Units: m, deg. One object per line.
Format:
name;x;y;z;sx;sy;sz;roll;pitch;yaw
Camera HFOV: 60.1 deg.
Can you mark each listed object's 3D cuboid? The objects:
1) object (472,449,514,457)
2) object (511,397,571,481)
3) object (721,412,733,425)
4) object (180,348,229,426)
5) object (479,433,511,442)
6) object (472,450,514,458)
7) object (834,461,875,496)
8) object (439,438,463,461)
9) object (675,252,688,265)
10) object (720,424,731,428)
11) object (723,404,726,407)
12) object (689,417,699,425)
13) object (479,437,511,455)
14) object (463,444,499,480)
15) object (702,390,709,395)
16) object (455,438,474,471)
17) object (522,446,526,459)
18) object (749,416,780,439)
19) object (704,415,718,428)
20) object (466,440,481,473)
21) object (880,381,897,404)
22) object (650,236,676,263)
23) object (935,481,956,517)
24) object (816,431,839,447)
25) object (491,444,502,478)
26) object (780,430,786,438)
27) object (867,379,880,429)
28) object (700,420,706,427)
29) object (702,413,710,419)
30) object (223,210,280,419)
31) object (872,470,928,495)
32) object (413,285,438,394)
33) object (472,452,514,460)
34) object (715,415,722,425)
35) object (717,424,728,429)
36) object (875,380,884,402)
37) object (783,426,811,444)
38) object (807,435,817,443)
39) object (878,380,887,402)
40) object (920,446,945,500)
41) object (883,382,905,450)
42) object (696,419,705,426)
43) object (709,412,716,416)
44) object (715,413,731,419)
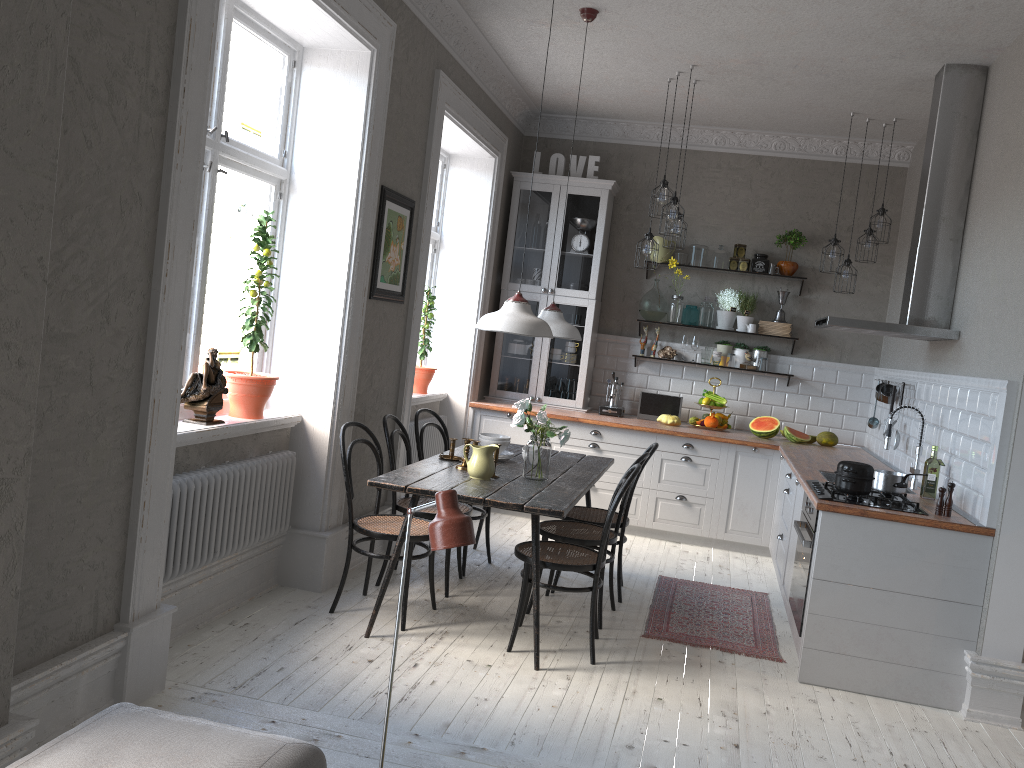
object;-0.107;0.394;5.018;0.233;0.027;0.242;10;4;34
object;0.139;0.280;4.501;0.309;0.414;0.253;8;4;10
object;1.739;0.277;7.196;0.060;0.120;0.128;9;4;35
object;-1.335;0.008;3.826;0.119;0.329;0.239;8;4;14
object;-0.100;0.339;5.014;0.179;0.094;0.180;7;4;3
object;-0.108;0.402;5.018;0.241;0.027;0.234;6;4;-21
object;1.656;0.455;4.286;0.191;0.147;0.192;6;4;-9
object;-0.326;0.354;4.825;0.140;0.112;0.139;7;4;-6
object;1.409;-1.039;7.399;0.102;0.111;0.104;8;4;11
object;1.704;0.327;7.255;0.055;0.044;0.212;4;5;-40
object;1.715;0.176;7.191;0.051;0.050;0.050;8;4;21
object;1.504;0.301;7.246;0.075;0.072;0.155;10;5;41
object;-0.103;0.359;5.015;0.179;0.094;0.180;7;4;3
object;-0.153;0.377;4.351;0.152;0.170;0.133;5;4;-27
object;1.581;0.074;7.181;0.073;0.058;0.050;6;4;-12
object;-0.235;0.353;4.561;0.096;0.172;0.095;6;4;-7
object;0.116;0.393;5.019;0.122;0.119;0.130;9;4;27
object;1.983;0.342;6.961;0.231;0.174;0.222;9;4;33
object;1.594;0.299;7.081;0.114;0.110;0.110;6;4;-21
object;-0.192;0.363;4.479;0.061;0.172;0.063;9;4;33
object;2.625;0.059;6.165;0.106;0.161;0.139;9;4;29
object;1.247;-1.110;7.367;0.188;0.216;0.176;9;4;25
object;2.023;0.531;4.133;0.072;0.166;0.036;8;3;11
object;2.474;0.431;6.947;0.207;0.119;0.130;5;4;-26
object;-0.081;0.383;4.423;0.058;0.167;0.060;8;4;25
object;2.257;0.418;7.138;0.196;0.067;0.104;8;4;17
object;2.744;0.149;6.676;0.076;0.378;0.083;8;3;12
object;1.551;0.321;7.217;0.070;0.076;0.228;7;4;-5
object;1.617;0.279;7.278;0.077;0.076;0.157;10;5;38
object;-1.208;-0.334;4.191;0.276;0.991;0.264;4;4;-39
object;1.967;0.489;4.462;0.178;0.134;0.297;4;5;-44
object;-0.663;-0.338;6.638;0.254;0.813;0.265;10;4;39
object;-0.109;0.411;5.019;0.233;0.027;0.242;9;4;29
object;1.651;0.291;7.147;0.087;0.078;0.089;10;5;38
object;1.691;0.343;7.133;0.069;0.051;0.088;5;4;-31
object;2.692;0.051;6.415;0.107;0.161;0.139;8;4;24
object;2.219;0.401;6.866;0.225;0.127;0.148;7;4;-6
object;2.351;0.434;7.021;0.203;0.073;0.118;5;4;-26
object;2.663;0.056;6.289;0.107;0.161;0.138;8;4;14
object;2.211;0.466;4.640;0.089;0.282;0.082;8;4;12
object;2.503;0.202;5.815;0.080;0.443;0.332;8;4;13
object;1.534;0.311;7.203;0.083;0.057;0.090;10;5;43
object;1.647;0.272;7.264;0.085;0.093;0.087;7;4;8
object;1.715;0.266;7.208;0.126;0.056;0.060;7;4;3
